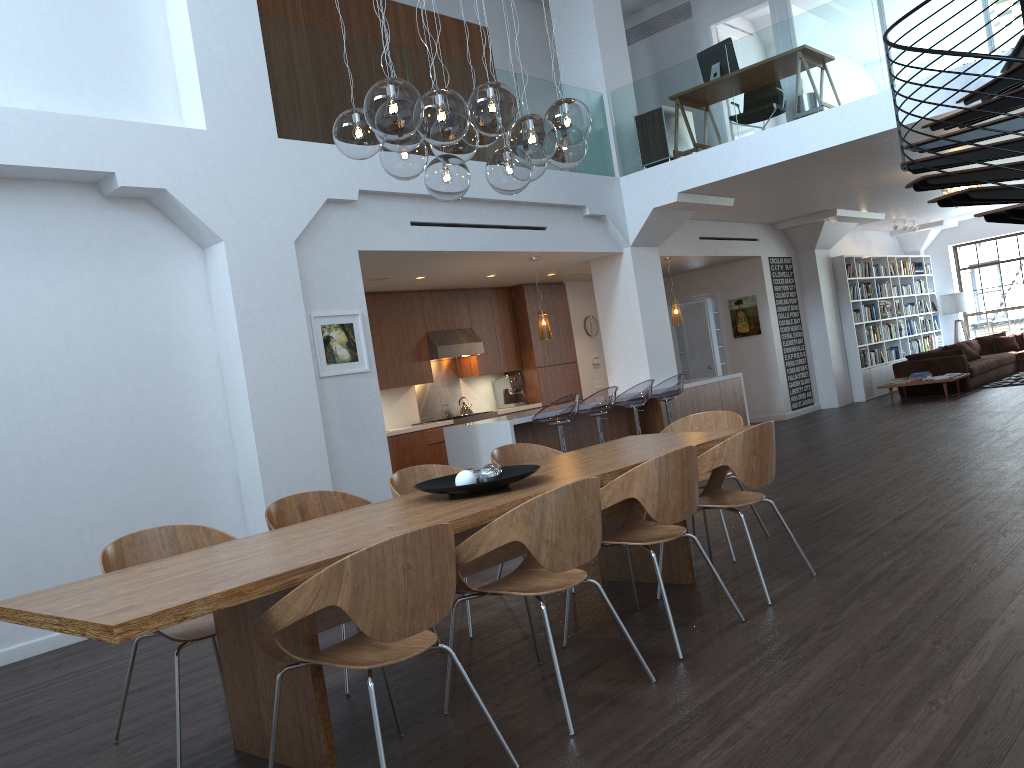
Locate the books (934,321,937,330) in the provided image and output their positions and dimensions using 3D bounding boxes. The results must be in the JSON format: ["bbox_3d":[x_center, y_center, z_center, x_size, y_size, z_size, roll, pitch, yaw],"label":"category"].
[{"bbox_3d":[8.365,-1.167,17.699,0.161,0.218,0.101,-9,0,42],"label":"books"}]

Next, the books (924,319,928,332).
[{"bbox_3d":[8.015,-1.130,17.320,0.183,0.253,0.042,-9,0,42],"label":"books"}]

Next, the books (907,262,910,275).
[{"bbox_3d":[7.485,-2.180,16.915,0.160,0.250,0.026,-9,0,42],"label":"books"}]

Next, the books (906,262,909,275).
[{"bbox_3d":[7.416,-2.170,16.834,0.183,0.253,0.034,-9,0,42],"label":"books"}]

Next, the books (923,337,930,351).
[{"bbox_3d":[8.018,-0.764,17.284,0.198,0.284,0.066,-9,0,42],"label":"books"}]

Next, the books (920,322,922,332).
[{"bbox_3d":[7.799,-1.080,17.069,0.161,0.223,0.030,-9,0,42],"label":"books"}]

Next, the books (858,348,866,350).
[{"bbox_3d":[5.732,-0.569,14.727,0.161,0.027,0.223,-9,0,-38],"label":"books"}]

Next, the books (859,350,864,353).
[{"bbox_3d":[5.746,-0.534,14.749,0.174,0.045,0.240,-9,0,32],"label":"books"}]

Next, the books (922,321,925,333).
[{"bbox_3d":[7.877,-1.093,17.148,0.161,0.223,0.030,-9,0,42],"label":"books"}]

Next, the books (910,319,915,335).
[{"bbox_3d":[7.486,-1.064,16.733,0.176,0.293,0.125,-9,0,42],"label":"books"}]

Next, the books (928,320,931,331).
[{"bbox_3d":[8.166,-1.141,17.487,0.168,0.228,0.139,-9,0,42],"label":"books"}]

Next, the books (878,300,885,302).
[{"bbox_3d":[6.432,-1.442,15.634,0.161,0.027,0.223,-9,0,-38],"label":"books"}]

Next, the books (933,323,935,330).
[{"bbox_3d":[8.268,-1.165,17.590,0.174,0.242,0.105,-9,0,42],"label":"books"}]

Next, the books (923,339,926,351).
[{"bbox_3d":[7.871,-0.724,17.098,0.183,0.253,0.036,-9,0,42],"label":"books"}]

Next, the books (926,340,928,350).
[{"bbox_3d":[7.971,-0.739,17.209,0.160,0.250,0.027,-9,0,42],"label":"books"}]

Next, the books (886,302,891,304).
[{"bbox_3d":[6.710,-1.450,15.970,0.208,0.024,0.144,-9,0,-43],"label":"books"}]

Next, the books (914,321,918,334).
[{"bbox_3d":[7.584,-1.059,16.836,0.170,0.251,0.118,-9,0,42],"label":"books"}]

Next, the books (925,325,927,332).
[{"bbox_3d":[7.977,-1.113,17.300,0.168,0.231,0.045,-9,0,42],"label":"books"}]

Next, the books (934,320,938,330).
[{"bbox_3d":[8.394,-1.169,17.724,0.161,0.213,0.118,-9,0,42],"label":"books"}]

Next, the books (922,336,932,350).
[{"bbox_3d":[8.114,-0.786,17.347,0.140,0.298,0.044,-9,0,42],"label":"books"}]

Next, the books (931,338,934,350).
[{"bbox_3d":[8.195,-0.773,17.461,0.171,0.246,0.057,-9,0,42],"label":"books"}]

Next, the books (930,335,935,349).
[{"bbox_3d":[8.244,-0.803,17.524,0.176,0.290,0.053,-9,0,42],"label":"books"}]

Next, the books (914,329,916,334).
[{"bbox_3d":[7.526,-1.035,16.772,0.161,0.222,0.084,-9,0,42],"label":"books"}]

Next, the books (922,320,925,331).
[{"bbox_3d":[7.887,-1.108,17.183,0.183,0.253,0.039,-9,0,42],"label":"books"}]

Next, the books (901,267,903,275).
[{"bbox_3d":[7.227,-2.125,16.628,0.161,0.223,0.027,-9,0,42],"label":"books"}]

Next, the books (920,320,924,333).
[{"bbox_3d":[7.825,-1.100,17.098,0.174,0.251,0.051,-9,0,42],"label":"books"}]

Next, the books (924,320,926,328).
[{"bbox_3d":[7.958,-1.120,17.261,0.160,0.251,0.036,-9,0,42],"label":"books"}]

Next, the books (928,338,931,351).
[{"bbox_3d":[8.071,-0.753,17.322,0.189,0.247,0.057,-9,0,42],"label":"books"}]

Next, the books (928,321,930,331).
[{"bbox_3d":[8.115,-1.122,17.418,0.161,0.221,0.035,-9,0,42],"label":"books"}]

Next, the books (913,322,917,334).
[{"bbox_3d":[7.552,-1.050,16.794,0.174,0.242,0.105,-9,0,42],"label":"books"}]

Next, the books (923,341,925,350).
[{"bbox_3d":[7.846,-0.709,17.073,0.168,0.231,0.040,-9,0,42],"label":"books"}]

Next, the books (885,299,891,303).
[{"bbox_3d":[6.707,-1.483,15.962,0.185,0.043,0.129,-9,0,-33],"label":"books"}]

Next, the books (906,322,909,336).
[{"bbox_3d":[7.258,-1.010,16.465,0.182,0.255,0.077,-9,0,42],"label":"books"}]

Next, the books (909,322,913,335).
[{"bbox_3d":[7.388,-1.028,16.601,0.182,0.253,0.098,-9,0,42],"label":"books"}]

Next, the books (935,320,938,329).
[{"bbox_3d":[8.424,-1.172,17.765,0.161,0.213,0.146,-9,0,42],"label":"books"}]

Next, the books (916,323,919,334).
[{"bbox_3d":[7.641,-1.053,16.887,0.161,0.222,0.084,-9,0,42],"label":"books"}]

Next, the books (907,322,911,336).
[{"bbox_3d":[7.328,-1.015,16.540,0.174,0.243,0.085,-9,0,42],"label":"books"}]

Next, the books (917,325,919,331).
[{"bbox_3d":[7.662,-1.055,16.913,0.161,0.218,0.101,-9,0,42],"label":"books"}]

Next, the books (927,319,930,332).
[{"bbox_3d":[8.082,-1.139,17.396,0.160,0.251,0.039,-9,0,42],"label":"books"}]

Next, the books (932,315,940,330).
[{"bbox_3d":[8.486,-1.224,17.839,0.176,0.290,0.053,-9,0,42],"label":"books"}]

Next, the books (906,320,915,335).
[{"bbox_3d":[7.441,-1.056,16.690,0.197,0.290,0.136,-9,0,42],"label":"books"}]

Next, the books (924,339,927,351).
[{"bbox_3d":[7.898,-0.729,17.122,0.183,0.253,0.037,-9,0,42],"label":"books"}]

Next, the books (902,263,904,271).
[{"bbox_3d":[7.289,-2.143,16.727,0.174,0.240,0.045,-9,0,42],"label":"books"}]

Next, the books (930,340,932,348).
[{"bbox_3d":[8.147,-0.745,17.386,0.144,0.207,0.048,-9,0,42],"label":"books"}]

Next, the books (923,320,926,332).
[{"bbox_3d":[7.936,-1.114,17.232,0.171,0.246,0.036,-9,0,42],"label":"books"}]

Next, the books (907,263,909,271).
[{"bbox_3d":[7.457,-2.170,16.895,0.174,0.240,0.045,-9,0,42],"label":"books"}]

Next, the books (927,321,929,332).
[{"bbox_3d":[8.065,-1.123,17.365,0.161,0.223,0.032,-9,0,42],"label":"books"}]

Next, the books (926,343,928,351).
[{"bbox_3d":[7.941,-0.729,17.187,0.174,0.240,0.048,-9,0,42],"label":"books"}]

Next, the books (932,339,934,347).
[{"bbox_3d":[8.225,-0.766,17.492,0.161,0.223,0.027,-9,0,42],"label":"books"}]

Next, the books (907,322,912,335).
[{"bbox_3d":[7.348,-1.024,16.574,0.182,0.255,0.077,-9,0,42],"label":"books"}]

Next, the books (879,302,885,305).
[{"bbox_3d":[6.447,-1.407,15.656,0.174,0.045,0.240,-9,0,42],"label":"books"}]

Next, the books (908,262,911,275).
[{"bbox_3d":[7.507,-2.185,16.935,0.183,0.253,0.034,-9,0,42],"label":"books"}]

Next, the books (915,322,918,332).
[{"bbox_3d":[7.612,-1.062,16.869,0.159,0.248,0.089,-9,0,42],"label":"books"}]

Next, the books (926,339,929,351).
[{"bbox_3d":[7.994,-0.745,17.230,0.183,0.253,0.037,-9,0,42],"label":"books"}]

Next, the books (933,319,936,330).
[{"bbox_3d":[8.327,-1.170,17.649,0.172,0.235,0.112,-9,0,42],"label":"books"}]

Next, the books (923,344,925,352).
[{"bbox_3d":[7.815,-0.712,17.032,0.171,0.246,0.061,-9,0,42],"label":"books"}]

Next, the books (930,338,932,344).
[{"bbox_3d":[8.162,-0.765,17.428,0.159,0.241,0.038,-9,0,42],"label":"books"}]

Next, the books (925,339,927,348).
[{"bbox_3d":[7.918,-0.732,17.151,0.183,0.253,0.036,-9,0,42],"label":"books"}]

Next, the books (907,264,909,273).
[{"bbox_3d":[7.435,-2.173,16.861,0.183,0.253,0.034,-9,0,42],"label":"books"}]
